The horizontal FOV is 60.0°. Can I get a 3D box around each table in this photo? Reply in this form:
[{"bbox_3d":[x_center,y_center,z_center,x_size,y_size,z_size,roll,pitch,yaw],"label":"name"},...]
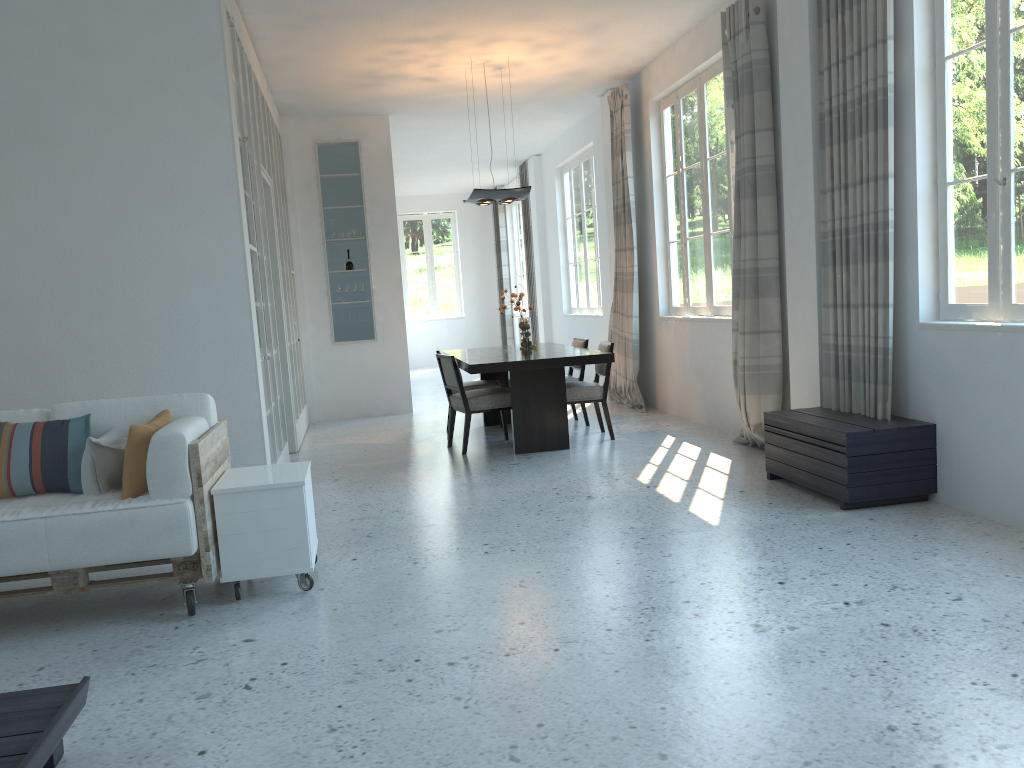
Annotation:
[{"bbox_3d":[1.858,0.386,4.941,0.523,0.416,0.925,-5,6,-10],"label":"table"},{"bbox_3d":[0.062,0.089,7.628,1.086,0.737,2.196,-5,6,-10],"label":"table"},{"bbox_3d":[-1.697,1.035,1.793,1.269,0.218,1.256,-5,6,-10],"label":"table"}]

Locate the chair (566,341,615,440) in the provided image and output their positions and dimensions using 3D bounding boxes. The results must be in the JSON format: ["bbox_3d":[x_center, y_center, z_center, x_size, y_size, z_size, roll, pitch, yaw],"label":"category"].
[{"bbox_3d":[0.541,0.062,7.315,0.570,0.783,0.479,-4,6,-5],"label":"chair"}]

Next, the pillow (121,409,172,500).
[{"bbox_3d":[-1.571,0.304,3.838,0.200,0.339,0.462,-6,6,-16],"label":"pillow"}]

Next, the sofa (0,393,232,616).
[{"bbox_3d":[-2.371,0.567,3.731,2.194,0.855,0.870,-5,6,-10],"label":"sofa"}]

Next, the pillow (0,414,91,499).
[{"bbox_3d":[-2.074,0.320,3.890,0.489,0.350,0.196,-5,6,-12],"label":"pillow"}]

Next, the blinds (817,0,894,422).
[{"bbox_3d":[1.890,-1.054,4.880,0.132,3.266,0.721,-5,6,-10],"label":"blinds"}]

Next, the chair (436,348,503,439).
[{"bbox_3d":[-0.370,0.059,7.997,0.570,0.783,0.479,-4,6,-5],"label":"chair"}]

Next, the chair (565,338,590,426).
[{"bbox_3d":[0.394,-0.006,8.124,0.570,0.783,0.479,-5,6,-10],"label":"chair"}]

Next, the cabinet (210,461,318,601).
[{"bbox_3d":[-1.080,0.642,3.947,0.380,0.487,0.502,-5,6,-10],"label":"cabinet"}]

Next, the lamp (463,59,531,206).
[{"bbox_3d":[-0.183,-2.200,7.754,0.530,1.223,0.796,-5,6,-10],"label":"lamp"}]

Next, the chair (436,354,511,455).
[{"bbox_3d":[-0.256,0.130,7.180,0.570,0.783,0.479,-6,6,-20],"label":"chair"}]

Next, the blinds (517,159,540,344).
[{"bbox_3d":[0.320,-1.788,13.798,0.140,3.235,0.775,-5,6,-10],"label":"blinds"}]

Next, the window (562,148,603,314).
[{"bbox_3d":[0.928,-1.884,11.284,0.042,2.012,1.980,-5,6,-10],"label":"window"}]

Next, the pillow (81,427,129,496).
[{"bbox_3d":[-1.734,0.374,3.863,0.237,0.355,0.482,-5,6,-14],"label":"pillow"}]

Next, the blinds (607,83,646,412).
[{"bbox_3d":[1.088,-1.340,9.081,0.174,3.137,1.353,-5,6,-8],"label":"blinds"}]

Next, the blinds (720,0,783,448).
[{"bbox_3d":[1.659,-1.058,6.179,0.359,3.057,0.844,-5,6,-5],"label":"blinds"}]

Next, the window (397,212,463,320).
[{"bbox_3d":[-2.013,-6.849,3.315,51.781,14.350,51.712,-4,6,1],"label":"window"}]

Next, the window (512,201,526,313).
[{"bbox_3d":[0.221,-2.210,15.168,0.073,2.012,1.980,-5,6,-10],"label":"window"}]

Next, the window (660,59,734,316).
[{"bbox_3d":[1.620,-1.556,7.398,0.042,2.012,1.980,-5,6,-10],"label":"window"}]

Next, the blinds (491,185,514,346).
[{"bbox_3d":[-0.168,-2.018,16.534,0.140,3.235,0.775,-5,6,-10],"label":"blinds"}]

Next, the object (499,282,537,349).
[{"bbox_3d":[0.043,-0.622,8.056,0.317,0.602,0.541,-9,8,-39],"label":"object"}]
